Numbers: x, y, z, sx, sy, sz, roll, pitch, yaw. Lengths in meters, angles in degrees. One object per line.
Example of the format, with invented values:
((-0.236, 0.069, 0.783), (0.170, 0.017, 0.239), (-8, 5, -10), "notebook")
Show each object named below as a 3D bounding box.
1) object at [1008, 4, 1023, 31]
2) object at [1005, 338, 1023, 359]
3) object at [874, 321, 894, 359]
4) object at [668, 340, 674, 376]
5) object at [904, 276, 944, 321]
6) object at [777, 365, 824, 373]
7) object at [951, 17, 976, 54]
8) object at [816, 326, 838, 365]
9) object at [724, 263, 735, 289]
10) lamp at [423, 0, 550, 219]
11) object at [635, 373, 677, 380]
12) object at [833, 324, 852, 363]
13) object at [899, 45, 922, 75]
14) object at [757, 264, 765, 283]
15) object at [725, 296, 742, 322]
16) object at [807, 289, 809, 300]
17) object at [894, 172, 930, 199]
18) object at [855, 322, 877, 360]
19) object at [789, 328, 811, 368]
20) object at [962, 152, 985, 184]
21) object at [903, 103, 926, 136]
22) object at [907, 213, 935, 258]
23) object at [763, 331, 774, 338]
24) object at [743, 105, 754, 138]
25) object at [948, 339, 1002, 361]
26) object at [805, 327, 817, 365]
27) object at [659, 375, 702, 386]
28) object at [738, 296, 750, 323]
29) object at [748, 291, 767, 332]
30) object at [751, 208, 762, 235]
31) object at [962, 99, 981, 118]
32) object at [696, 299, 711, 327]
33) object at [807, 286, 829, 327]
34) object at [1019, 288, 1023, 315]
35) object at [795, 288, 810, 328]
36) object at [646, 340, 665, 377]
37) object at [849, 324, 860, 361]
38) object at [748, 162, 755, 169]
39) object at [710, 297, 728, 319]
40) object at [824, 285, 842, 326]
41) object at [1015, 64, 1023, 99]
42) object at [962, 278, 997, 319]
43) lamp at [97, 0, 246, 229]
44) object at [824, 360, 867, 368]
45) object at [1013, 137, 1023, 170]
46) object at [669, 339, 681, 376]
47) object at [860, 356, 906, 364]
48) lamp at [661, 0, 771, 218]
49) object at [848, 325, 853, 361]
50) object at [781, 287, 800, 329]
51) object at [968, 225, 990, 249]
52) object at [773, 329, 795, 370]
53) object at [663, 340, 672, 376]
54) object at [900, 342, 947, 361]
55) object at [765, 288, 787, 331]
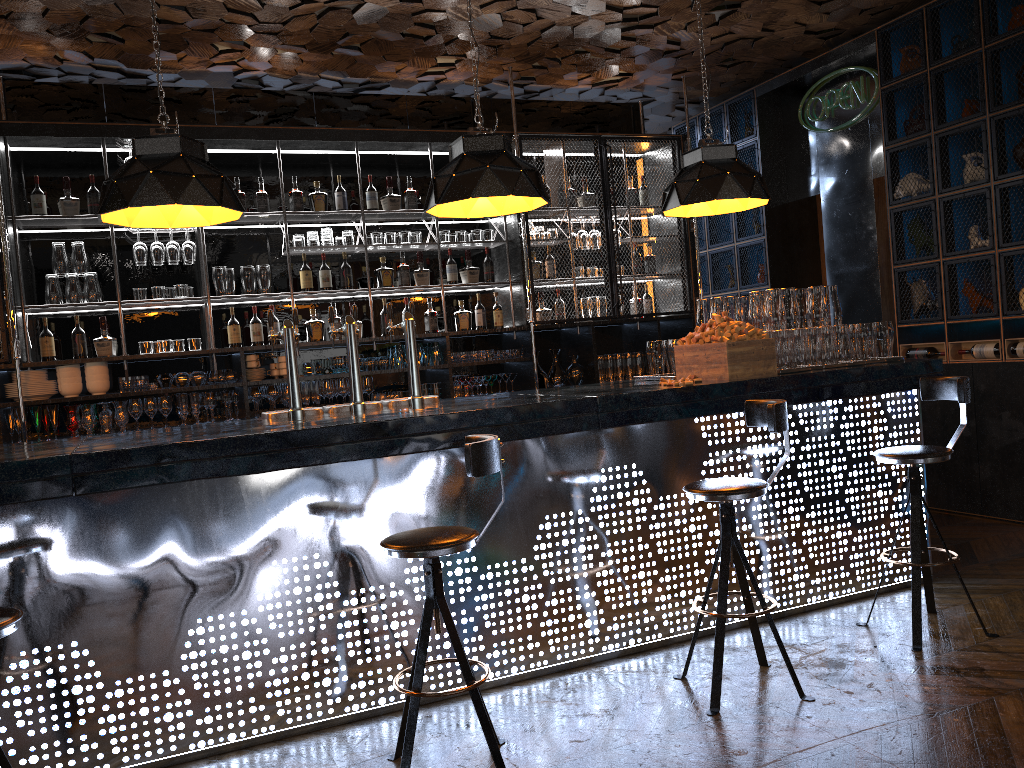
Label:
((3.238, -2.288, 5.551), (0.138, 0.222, 0.278), (-6, 2, -22), "object")
((3.323, -0.230, 5.574), (0.123, 0.132, 0.396), (-6, 2, -22), "object")
((1.974, -0.227, 4.709), (0.105, 0.209, 0.105), (-3, 3, 42), "object")
((0.909, -0.141, 4.854), (0.105, 0.209, 0.105), (-5, 2, 2), "object")
((3.024, -0.624, 6.414), (0.175, 0.351, 0.369), (-6, 2, -18), "object")
((1.355, -0.073, 4.559), (0.273, 0.019, 0.437), (-6, 2, -23), "object")
((3.076, -2.344, 5.948), (0.152, 0.332, 0.289), (-6, 2, -31), "object")
((1.601, -0.190, 4.522), (0.105, 0.209, 0.105), (-5, 2, 2), "object")
((2.176, -1.024, 8.431), (0.290, 0.290, 0.097), (-4, 2, 16), "object")
((-0.184, -1.614, 4.182), (0.582, 1.564, 0.607), (-6, 2, -23), "lamp")
((0.890, -0.044, 4.851), (0.273, 0.019, 0.437), (-6, 2, -23), "object")
((1.697, -0.200, 4.578), (0.105, 0.209, 0.105), (-5, 2, 2), "object")
((2.905, -2.303, 6.331), (0.253, 0.249, 0.126), (-3, 2, 37), "object")
((2.369, -0.992, 8.059), (0.278, 0.222, 0.138), (-5, 2, 7), "object")
((1.218, -0.381, 4.907), (0.105, 0.209, 0.105), (-5, 2, 2), "object")
((1.625, -0.409, 4.731), (0.105, 0.209, 0.105), (-5, 2, 2), "object")
((2.963, -1.423, 6.373), (0.403, 0.221, 0.192), (-3, 2, 36), "object")
((1.870, -0.217, 4.678), (0.105, 0.209, 0.105), (-3, 3, 42), "object")
((1.442, -0.174, 4.460), (0.105, 0.209, 0.105), (-5, 2, 2), "object")
((3.173, -1.441, 5.963), (0.253, 0.249, 0.126), (-3, 2, 37), "object")
((2.917, -1.871, 6.366), (0.126, 0.249, 0.253), (-6, 2, -23), "object")
((2.992, -1.065, 6.397), (0.167, 0.356, 0.255), (-6, 2, -18), "object")
((1.311, -0.165, 4.515), (0.105, 0.209, 0.105), (-5, 2, 2), "object")
((2.165, -2.351, 7.995), (0.116, 0.358, 0.198), (-6, 2, -23), "object")
((3.155, -0.228, 5.972), (0.122, 0.132, 0.396), (-6, 2, -23), "object")
((1.567, -0.191, 4.633), (0.105, 0.209, 0.105), (-5, 2, 2), "object")
((0.796, -0.013, 4.200), (0.198, 0.045, 0.377), (-4, 2, 15), "object")
((1.338, -0.397, 5.089), (0.105, 0.209, 0.105), (-5, 2, 2), "object")
((1.268, -0.373, 4.564), (0.105, 0.209, 0.105), (-5, 2, 2), "object")
((2.268, -1.489, 8.035), (0.198, 0.358, 0.116), (-3, 2, 37), "object")
((3.125, -1.836, 5.983), (0.210, 0.168, 0.105), (-6, 2, -23), "object")
((1.082, -0.371, 4.971), (0.105, 0.209, 0.105), (-5, 2, 2), "object")
((1.578, -0.400, 4.578), (0.105, 0.209, 0.105), (-5, 2, 2), "object")
((3.384, -0.602, 5.600), (0.164, 0.303, 0.341), (-6, 2, -18), "object")
((1.524, -0.399, 4.682), (0.105, 0.209, 0.105), (-5, 2, 2), "object")
((0.804, -0.135, 4.940), (0.105, 0.209, 0.105), (-5, 2, 2), "object")
((1.882, -0.222, 4.801), (0.105, 0.209, 0.105), (-5, 2, 2), "object")
((2.213, -1.884, 7.983), (0.097, 0.290, 0.290), (-6, 2, -24), "object")
((1.136, -0.372, 4.868), (0.105, 0.209, 0.105), (-5, 2, 2), "object")
((1.660, -0.408, 4.618), (0.105, 0.209, 0.105), (-5, 2, 2), "object")
((3.274, -1.896, 5.559), (0.114, 0.290, 0.249), (-6, 2, -23), "object")
((3.164, -0.585, 6.010), (0.131, 0.280, 0.208), (-7, 3, -41), "object")
((-1.509, -1.487, 3.748), (0.582, 1.564, 0.607), (-6, 2, -23), "lamp")
((1.611, -0.099, 4.677), (0.273, 0.019, 0.437), (-6, 2, -23), "object")
((3.306, -1.440, 5.584), (0.266, 0.239, 0.265), (-7, 3, -44), "object")
((0.897, -0.136, 4.731), (0.105, 0.209, 0.105), (-3, 3, 42), "object")
((1.864, -0.125, 4.798), (0.273, 0.019, 0.437), (-6, 2, -23), "object")
((1.049, -1.741, 4.835), (0.582, 1.564, 0.607), (-6, 2, -23), "lamp")
((1.880, -0.227, 4.939), (0.105, 0.209, 0.105), (-5, 2, 2), "object")
((1.404, -0.382, 4.500), (0.105, 0.209, 0.105), (-5, 2, 2), "object")
((3.186, -0.985, 6.017), (0.096, 0.210, 0.183), (-6, 2, -20), "object")
((1.345, -0.164, 4.404), (0.105, 0.209, 0.105), (-5, 2, 2), "object")
((0.907, -0.145, 4.992), (0.105, 0.209, 0.105), (-5, 2, 2), "object")
((2.990, -0.228, 6.365), (0.122, 0.133, 0.396), (-6, 2, -23), "object")
((1.322, -0.374, 4.460), (0.105, 0.209, 0.105), (-5, 2, 2), "object")
